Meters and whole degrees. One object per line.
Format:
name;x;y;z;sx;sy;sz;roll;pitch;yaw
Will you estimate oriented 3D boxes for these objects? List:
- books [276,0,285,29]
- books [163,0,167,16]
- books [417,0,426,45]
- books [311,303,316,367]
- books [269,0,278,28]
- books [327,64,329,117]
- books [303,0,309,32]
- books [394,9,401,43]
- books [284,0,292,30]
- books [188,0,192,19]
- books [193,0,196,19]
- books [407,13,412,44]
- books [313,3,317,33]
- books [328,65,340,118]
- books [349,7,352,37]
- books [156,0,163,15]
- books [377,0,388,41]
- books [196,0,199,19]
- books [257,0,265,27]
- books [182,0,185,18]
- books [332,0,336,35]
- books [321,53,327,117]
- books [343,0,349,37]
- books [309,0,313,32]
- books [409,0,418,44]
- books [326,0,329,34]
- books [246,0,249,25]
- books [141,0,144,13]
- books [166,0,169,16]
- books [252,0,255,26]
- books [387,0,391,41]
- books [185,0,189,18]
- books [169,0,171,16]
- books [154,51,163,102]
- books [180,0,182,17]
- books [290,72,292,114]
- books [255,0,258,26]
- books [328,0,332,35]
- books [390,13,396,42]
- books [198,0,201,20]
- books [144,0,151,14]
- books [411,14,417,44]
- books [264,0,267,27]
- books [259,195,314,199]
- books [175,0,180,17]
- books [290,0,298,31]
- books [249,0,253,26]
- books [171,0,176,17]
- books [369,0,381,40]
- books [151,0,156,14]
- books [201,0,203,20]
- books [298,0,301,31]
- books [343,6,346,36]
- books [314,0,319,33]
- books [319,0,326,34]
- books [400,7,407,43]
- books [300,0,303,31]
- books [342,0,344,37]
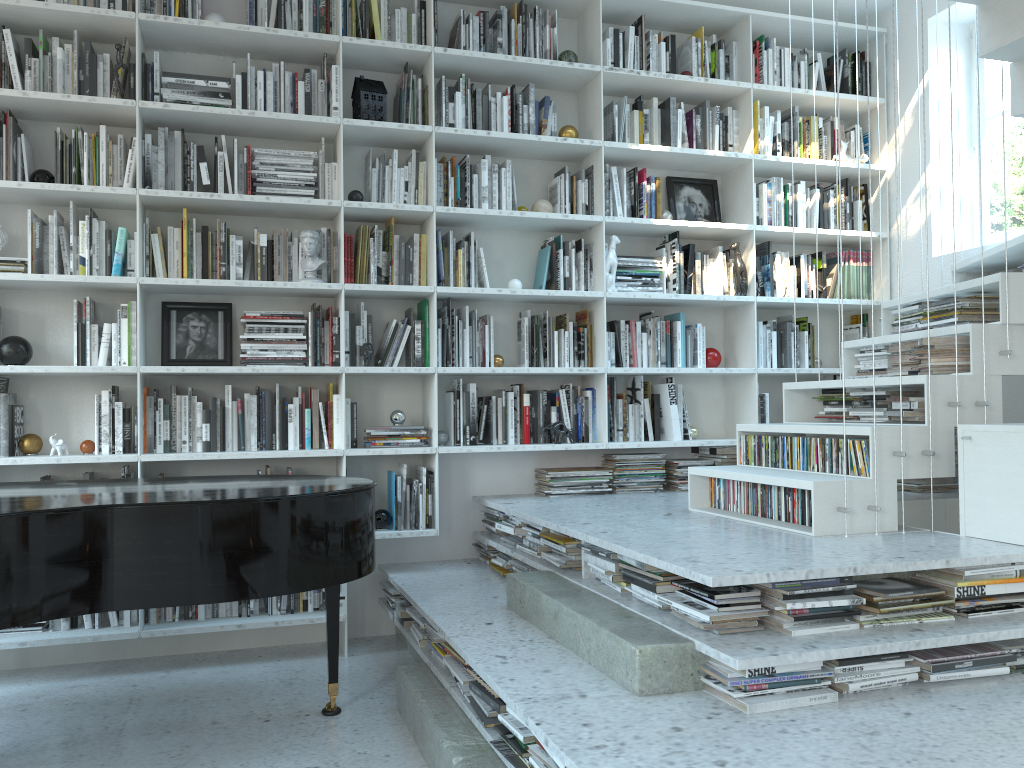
books;-1.064;-1.672;4.073;0.028;0.270;0.140;0;-1;-18
books;-1.531;-1.707;3.923;0.014;0.341;0.145;0;-1;-18
books;-0.443;-1.667;4.240;0.029;0.253;0.186;0;-1;-18
books;-0.917;-0.218;4.101;0.011;0.299;0.130;0;-1;-18
books;-1.095;-1.643;4.044;0.050;0.211;0.173;0;-1;-18
books;-0.867;-1.320;4.133;0.010;0.299;0.133;0;-1;-18
books;-0.953;-1.640;4.070;0.023;0.202;0.193;0;-1;-18
books;-0.556;-1.640;4.210;0.024;0.201;0.180;0;-1;-18
books;-1.028;-1.640;4.063;0.033;0.203;0.166;0;-1;-18
books;-1.429;-1.646;3.942;0.016;0.219;0.144;0;-1;-18
books;-1.416;-1.661;3.964;0.013;0.249;0.148;0;-1;-18
books;-0.508;-1.641;4.242;0.025;0.203;0.162;0;-1;-18
books;-0.922;-1.640;4.120;0.014;0.204;0.135;0;-1;-18
books;-0.819;-1.292;4.062;0.037;0.237;0.272;0;-1;-18
books;-0.770;-1.635;4.156;0.015;0.192;0.160;0;-1;-18
books;-1.545;-1.634;3.903;0.026;0.194;0.166;0;-1;-18
books;-0.619;-1.676;4.211;0.030;0.274;0.151;0;-1;-18
books;-1.402;-1.630;3.958;0.010;0.186;0.152;0;-1;-18
books;-1.148;-1.641;4.045;0.031;0.208;0.146;0;-1;-18
books;-1.458;-1.660;3.944;0.014;0.248;0.139;0;-1;-18
books;-0.839;-1.667;4.140;0.022;0.257;0.136;0;-1;-18
books;-0.872;-1.338;4.114;0.012;0.334;0.155;0;-1;-18
books;-0.779;-1.688;4.147;0.007;0.298;0.181;0;-1;-18
books;-0.943;-1.654;4.120;0.026;0.233;0.137;0;-1;-18
books;-0.473;-1.704;4.265;0.012;0.329;0.128;0;-1;-18
books;-0.869;-1.660;4.132;0.014;0.244;0.145;0;-1;-18
books;-1.201;-1.660;4.026;0.012;0.245;0.151;0;-1;-18
books;-1.614;-1.663;3.895;0.012;0.254;0.161;0;-1;-18
books;-1.517;-1.684;3.920;0.010;0.296;0.153;0;-1;-18
books;-1.177;-1.671;4.033;0.011;0.267;0.129;0;-1;-18
books;-0.595;-1.688;4.200;0.010;0.297;0.167;0;-1;-18
books;-1.444;-1.669;3.942;0.013;0.264;0.147;0;-1;-18
books;-1.510;-1.639;3.934;0.011;0.205;0.145;0;-1;-18
books;-1.547;-1.294;3.879;0.021;0.249;0.191;0;-1;-18
books;-1.472;-1.652;3.953;0.006;0.233;0.136;0;-1;-18
books;-1.021;-1.290;4.079;0.011;0.239;0.139;0;-1;-18
books;-1.164;-1.685;4.028;0.011;0.296;0.157;0;-1;-18
books;-0.853;-1.658;4.128;0.014;0.238;0.153;0;-1;-18
books;-0.578;-1.630;4.201;0.022;0.180;0.173;0;-1;-18
books;-1.390;-1.665;3.955;0.011;0.256;0.143;0;-1;-18
books;-1.590;-1.663;3.882;0.026;0.253;0.185;0;-1;-18
books;-0.484;-1.637;4.242;0.022;0.194;0.182;0;-1;-18
books;-1.122;-1.704;4.031;0.010;0.331;0.186;0;-1;-18
books;-1.040;-0.835;4.054;0.254;0.012;0.161;0;-2;-15
books;-1.480;-1.634;3.929;0.023;0.195;0.172;0;-1;-18
books;-1.003;-1.656;4.077;0.023;0.236;0.154;0;-1;-18
books;-1.184;-1.684;4.014;0.014;0.292;0.176;0;-1;-18
books;-1.492;-1.669;3.913;0.011;0.265;0.163;0;-1;-18
books;-0.653;-1.667;4.178;0.054;0.254;0.191;0;-1;-18
books;-1.572;-1.650;3.907;0.023;0.228;0.157;0;-1;-18
books;-1.389;-1.654;3.976;0.004;0.235;0.137;0;-1;-18
books;-0.983;-1.674;4.068;0.010;0.270;0.180;0;-1;-18
books;-0.795;-1.640;4.160;0.016;0.204;0.143;0;-1;-18
books;-0.908;-1.692;4.118;0.012;0.308;0.138;0;-1;-18
books;-0.886;-1.660;4.116;0.028;0.244;0.161;0;-1;-18
books;-0.529;-1.646;4.215;0.031;0.213;0.169;0;-1;-18
books;-0.975;-1.647;4.081;0.012;0.217;0.179;0;-1;-18
books;-0.800;-1.678;4.136;0.008;0.278;0.170;0;-1;-18
